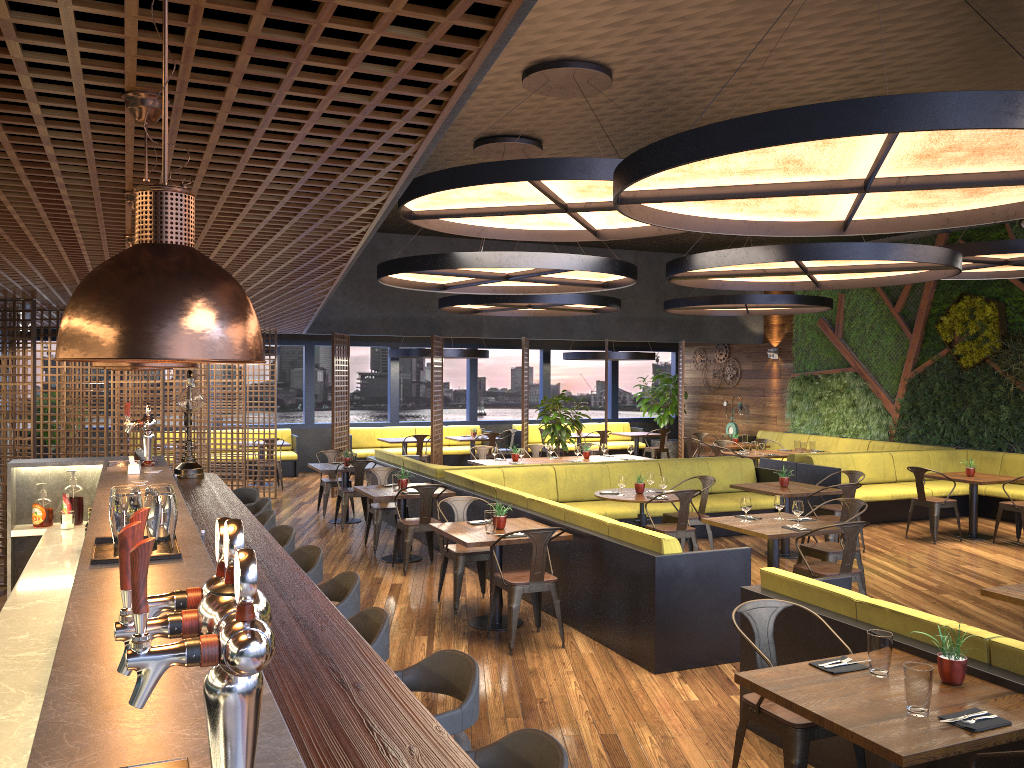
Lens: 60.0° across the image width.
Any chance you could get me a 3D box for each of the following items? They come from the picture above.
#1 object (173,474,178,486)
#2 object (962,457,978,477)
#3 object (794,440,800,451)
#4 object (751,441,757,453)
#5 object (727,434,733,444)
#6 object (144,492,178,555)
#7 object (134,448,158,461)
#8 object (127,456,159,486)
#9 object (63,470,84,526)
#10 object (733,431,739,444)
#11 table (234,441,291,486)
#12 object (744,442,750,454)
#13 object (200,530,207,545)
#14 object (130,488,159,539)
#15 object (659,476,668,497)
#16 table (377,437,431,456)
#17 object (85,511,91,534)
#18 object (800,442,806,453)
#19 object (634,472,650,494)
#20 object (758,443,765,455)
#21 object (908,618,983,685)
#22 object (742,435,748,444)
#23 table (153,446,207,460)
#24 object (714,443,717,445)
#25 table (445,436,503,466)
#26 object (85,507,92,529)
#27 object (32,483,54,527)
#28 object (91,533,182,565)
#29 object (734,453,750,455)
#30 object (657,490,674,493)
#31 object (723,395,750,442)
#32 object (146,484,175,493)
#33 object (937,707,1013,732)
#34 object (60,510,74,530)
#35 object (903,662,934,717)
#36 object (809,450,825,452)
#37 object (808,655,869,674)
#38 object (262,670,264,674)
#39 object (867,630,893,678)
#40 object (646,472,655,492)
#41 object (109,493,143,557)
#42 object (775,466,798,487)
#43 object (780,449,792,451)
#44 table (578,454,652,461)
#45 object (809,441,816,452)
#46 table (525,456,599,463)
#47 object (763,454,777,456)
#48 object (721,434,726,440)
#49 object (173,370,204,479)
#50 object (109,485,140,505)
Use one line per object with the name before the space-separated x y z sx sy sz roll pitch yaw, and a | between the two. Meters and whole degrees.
object | -2.376 0.738 6.242 0.114 0.203 0.069 0 1 11
object | 5.793 1.033 11.227 0.260 0.271 0.238 0 1 15
object | 4.799 1.037 14.927 0.102 0.178 0.102 0 1 -38
object | 3.979 1.036 14.571 0.102 0.178 0.102 0 1 -38
object | 4.047 1.017 16.462 0.102 0.178 0.102 0 1 12
object | -1.183 0.474 2.990 0.105 0.209 0.105 0 1 11
object | -2.564 0.493 6.212 0.177 0.091 0.091 1 1 41
object | -2.145 0.498 5.196 0.200 0.106 0.766 0 1 -24
object | -3.087 0.801 6.241 0.133 0.385 0.133 0 1 16
object | 4.099 0.973 16.272 0.238 0.271 0.260 0 1 -2
table | -4.531 1.450 16.066 0.887 0.763 0.906 0 1 -24
object | 3.795 1.038 14.326 0.102 0.178 0.102 0 1 -38
object | -1.410 0.765 4.036 0.069 0.203 0.114 0 1 -34
object | -1.275 0.473 3.081 0.105 0.209 0.105 0 1 11
object | 1.575 1.067 9.237 0.097 0.206 0.097 0 1 1
table | -2.055 1.452 17.143 0.887 0.763 0.906 0 1 -24
object | -2.494 0.880 5.249 0.063 0.254 0.063 1 1 29
object | 4.775 1.040 14.546 0.102 0.178 0.102 0 1 12
object | 1.354 1.029 9.438 0.238 0.271 0.260 0 1 -2
object | 3.995 1.040 14.207 0.102 0.178 0.102 0 1 12
object | 1.809 1.089 3.647 0.238 0.271 0.260 0 1 -18
object | 4.276 1.020 16.283 0.102 0.178 0.102 0 1 12
table | -5.815 1.449 15.508 0.887 0.763 0.906 0 1 -24
object | 3.766 1.098 16.201 0.157 0.019 0.255 0 1 -24
table | -0.772 1.452 17.706 0.906 0.763 0.887 0 1 -24
object | -2.559 0.878 5.385 0.063 0.254 0.063 0 1 19
object | -3.277 0.842 6.198 0.133 0.301 0.133 0 1 -18
object | -1.302 0.568 3.075 0.273 0.019 0.437 0 1 -24
object | 3.670 1.118 14.217 0.157 0.019 0.255 0 1 -24
object | 1.654 1.158 9.533 0.255 0.019 0.157 0 1 -21
object | 4.830 1.042 19.072 0.459 1.615 0.848 0 1 -24
object | -1.278 0.471 3.219 0.105 0.209 0.105 0 1 11
object | 1.668 1.219 3.226 0.255 0.019 0.157 0 1 -24
object | -3.059 0.934 6.100 0.088 0.123 0.088 0 1 -18
object | 1.511 1.138 3.299 0.102 0.178 0.102 0 1 12
object | 5.120 1.119 14.846 0.157 0.019 0.255 0 1 -24
object | 1.433 1.212 3.848 0.255 0.019 0.157 0 1 -24
object | -0.674 0.786 2.333 0.114 0.203 0.069 1 1 27
object | 1.544 1.134 3.722 0.102 0.178 0.102 0 1 -38
object | 1.501 1.063 9.614 0.097 0.206 0.097 0 1 15
object | -1.286 0.474 2.958 0.105 0.209 0.105 0 1 11
object | 3.094 1.031 10.041 0.260 0.271 0.238 0 1 12
object | 4.620 1.115 14.984 0.157 0.019 0.255 0 1 -24
table | 1.590 1.507 13.529 0.906 0.763 0.887 0 1 -24
object | 4.995 1.039 14.735 0.102 0.178 0.102 0 1 -38
table | 0.763 1.506 13.164 0.906 0.763 0.887 0 1 -24
object | 4.105 1.121 14.083 0.255 0.019 0.157 0 1 -24
object | 3.891 1.018 16.310 0.102 0.178 0.102 0 1 -38
object | -2.840 0.349 7.807 0.263 0.944 0.566 0 1 -31
object | -1.381 0.471 3.166 0.105 0.209 0.105 0 1 11
